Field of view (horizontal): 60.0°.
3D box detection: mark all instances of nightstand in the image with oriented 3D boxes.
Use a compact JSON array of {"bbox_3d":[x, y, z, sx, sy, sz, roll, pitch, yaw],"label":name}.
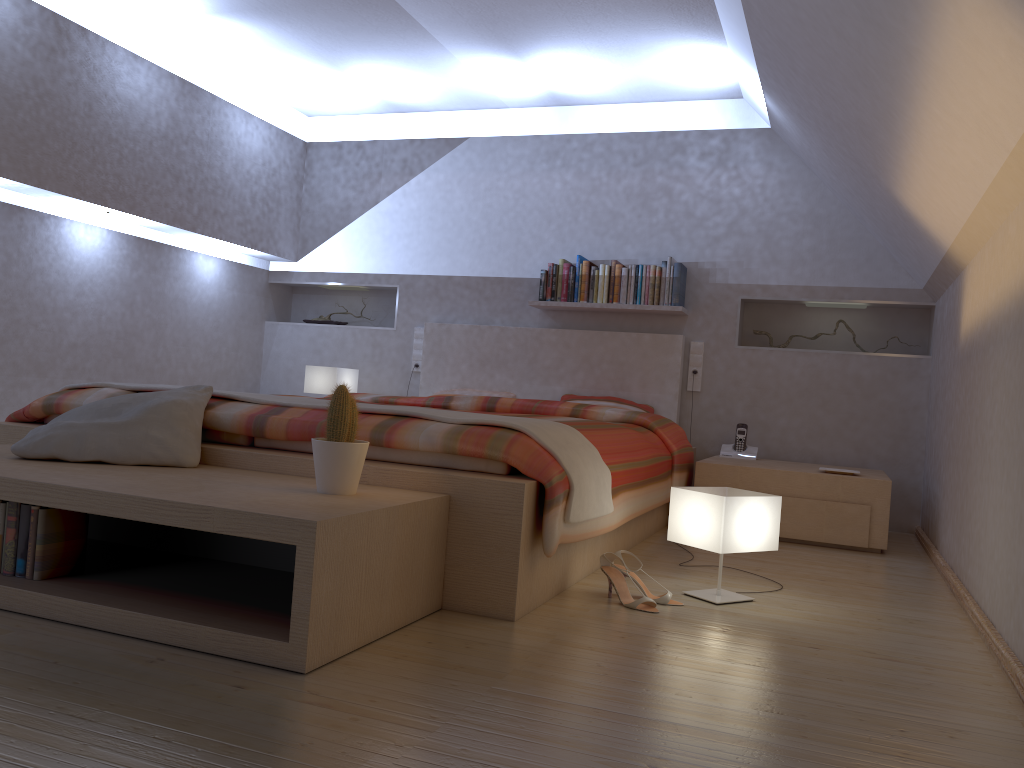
[{"bbox_3d":[1.403,0.577,4.442,0.859,0.329,0.847,4,-1,20],"label":"nightstand"}]

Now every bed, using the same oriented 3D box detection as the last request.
[{"bbox_3d":[-0.326,0.107,4.034,2.087,0.994,3.009,4,-1,20],"label":"bed"}]

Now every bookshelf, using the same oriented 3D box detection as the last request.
[{"bbox_3d":[0.564,-0.449,5.231,0.916,0.028,0.223,4,-1,20],"label":"bookshelf"},{"bbox_3d":[-0.987,0.384,2.320,1.495,0.303,0.643,4,-1,20],"label":"bookshelf"}]

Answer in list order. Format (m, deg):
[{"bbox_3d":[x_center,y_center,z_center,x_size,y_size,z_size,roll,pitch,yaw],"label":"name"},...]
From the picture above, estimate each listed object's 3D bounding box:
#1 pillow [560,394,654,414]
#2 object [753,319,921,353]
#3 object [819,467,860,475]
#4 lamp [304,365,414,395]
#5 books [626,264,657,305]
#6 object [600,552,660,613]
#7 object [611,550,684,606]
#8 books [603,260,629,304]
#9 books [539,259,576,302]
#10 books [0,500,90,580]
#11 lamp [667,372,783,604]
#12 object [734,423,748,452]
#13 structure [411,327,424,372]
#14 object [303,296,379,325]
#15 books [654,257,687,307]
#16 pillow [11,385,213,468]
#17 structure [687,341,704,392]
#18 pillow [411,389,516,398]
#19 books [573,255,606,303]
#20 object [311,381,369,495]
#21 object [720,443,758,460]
[{"bbox_3d":[0.476,0.157,4.990,0.566,0.188,0.497,4,-1,21],"label":"pillow"},{"bbox_3d":[1.830,-0.271,5.031,0.905,0.193,0.085,4,-1,21],"label":"object"},{"bbox_3d":[1.530,0.410,4.144,0.179,0.015,0.177,4,-1,21],"label":"object"},{"bbox_3d":[-1.000,0.109,5.636,0.684,0.515,0.318,5,-1,-41],"label":"lamp"},{"bbox_3d":[0.769,-0.564,5.164,0.159,0.231,0.200,4,-1,20],"label":"books"},{"bbox_3d":[0.343,0.575,2.594,0.079,0.132,0.235,5,-1,-38],"label":"object"},{"bbox_3d":[0.408,0.581,2.674,0.235,0.132,0.079,4,-1,26],"label":"object"},{"bbox_3d":[0.629,-0.589,5.212,0.140,0.260,0.209,4,-1,20],"label":"books"},{"bbox_3d":[0.298,-0.613,5.332,0.209,0.260,0.215,4,-1,20],"label":"books"},{"bbox_3d":[-1.405,0.353,2.284,0.652,0.193,0.157,4,-1,20],"label":"books"},{"bbox_3d":[0.908,0.301,3.850,0.396,0.788,2.551,4,-1,11],"label":"lamp"},{"bbox_3d":[1.254,0.300,4.859,0.060,0.169,0.079,4,-1,20],"label":"object"},{"bbox_3d":[-0.605,-0.223,5.770,0.077,0.286,0.034,4,-1,20],"label":"structure"},{"bbox_3d":[-1.183,-0.520,6.157,0.589,0.242,0.183,4,-1,19],"label":"object"},{"bbox_3d":[0.913,-0.579,5.111,0.145,0.281,0.200,4,-1,20],"label":"books"},{"bbox_3d":[-1.178,0.108,2.667,0.498,0.241,0.470,5,-1,-15],"label":"pillow"},{"bbox_3d":[1.067,-0.101,5.148,0.077,0.286,0.034,4,-1,20],"label":"structure"},{"bbox_3d":[-0.310,0.113,5.334,0.572,0.180,0.492,4,-1,21],"label":"pillow"},{"bbox_3d":[0.483,-0.611,5.271,0.178,0.281,0.200,4,-1,20],"label":"books"},{"bbox_3d":[-0.431,0.135,2.232,0.144,0.294,0.144,5,-1,-44],"label":"object"},{"bbox_3d":[1.242,0.365,4.840,0.192,0.087,0.153,4,-1,20],"label":"object"}]
